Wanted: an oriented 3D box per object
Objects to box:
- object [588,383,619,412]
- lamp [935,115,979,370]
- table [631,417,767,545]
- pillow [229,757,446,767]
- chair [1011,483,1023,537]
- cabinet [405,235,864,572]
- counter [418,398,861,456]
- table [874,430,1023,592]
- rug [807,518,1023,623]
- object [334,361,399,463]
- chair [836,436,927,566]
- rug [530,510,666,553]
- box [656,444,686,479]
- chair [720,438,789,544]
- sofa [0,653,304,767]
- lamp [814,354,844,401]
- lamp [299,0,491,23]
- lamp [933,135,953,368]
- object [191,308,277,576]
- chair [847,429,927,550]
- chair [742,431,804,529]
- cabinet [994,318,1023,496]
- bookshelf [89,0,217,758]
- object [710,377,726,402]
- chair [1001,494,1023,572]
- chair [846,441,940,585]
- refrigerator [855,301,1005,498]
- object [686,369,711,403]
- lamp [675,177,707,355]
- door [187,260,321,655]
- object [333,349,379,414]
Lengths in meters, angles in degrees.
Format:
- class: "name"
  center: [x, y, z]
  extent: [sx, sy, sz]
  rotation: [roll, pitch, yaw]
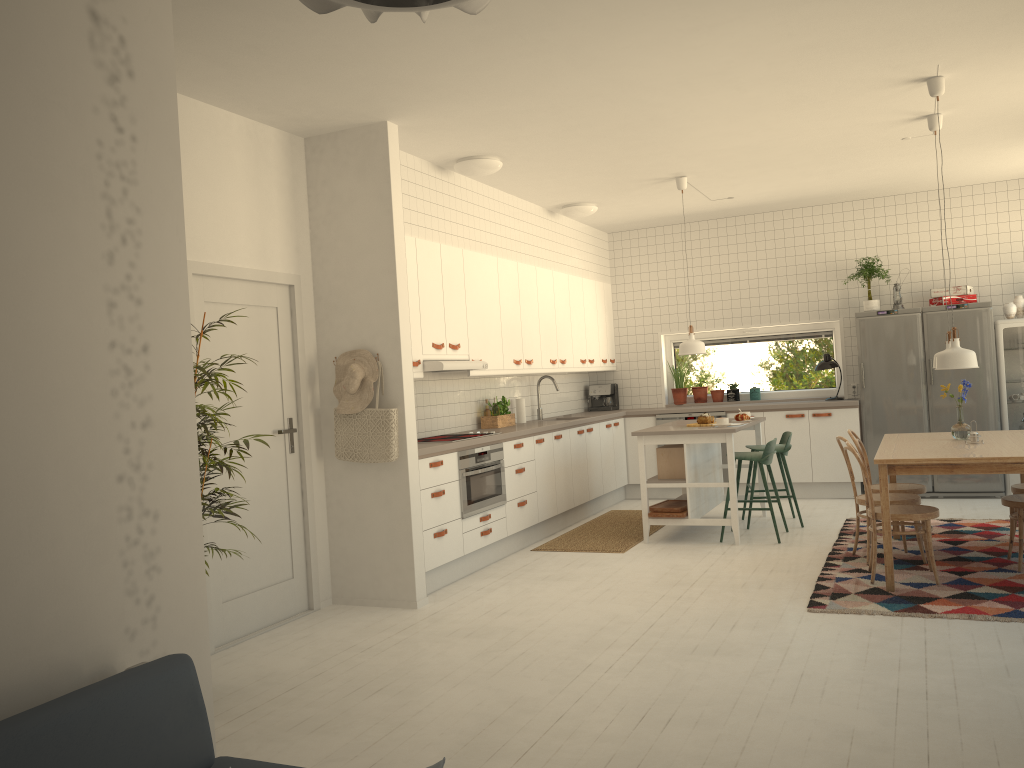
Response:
- class: "object"
  center: [0.981, 0.151, 9.773]
  extent: [0.316, 0.292, 0.279]
  rotation: [-4, 0, 26]
- class: "lamp"
  center: [2.503, -0.883, 5.094]
  extent: [0.230, 1.596, 0.229]
  rotation: [-3, 0, -31]
- class: "table"
  center: [1.600, 0.761, 7.305]
  extent: [0.794, 0.864, 1.424]
  rotation: [-4, 0, 25]
- class: "pillow"
  center: [-0.351, 0.878, 1.671]
  extent: [0.533, 0.353, 0.141]
  rotation: [-4, 0, 24]
- class: "chair"
  center: [3.494, 0.655, 5.736]
  extent: [0.483, 0.811, 0.385]
  rotation: [-4, 0, -3]
- class: "cabinet"
  center: [1.159, -0.029, 7.224]
  extent: [2.852, 2.160, 4.845]
  rotation: [-4, 0, 25]
- class: "counter"
  center: [1.185, 0.368, 7.221]
  extent: [2.856, 0.163, 4.845]
  rotation: [-4, 0, 25]
- class: "table"
  center: [2.784, 0.738, 5.487]
  extent: [0.894, 0.749, 1.798]
  rotation: [-4, 0, 25]
- class: "rug"
  center: [2.954, 1.098, 5.662]
  extent: [1.748, 0.035, 3.025]
  rotation: [-4, 0, 25]
- class: "object"
  center: [-0.882, 0.170, 5.331]
  extent: [0.439, 0.612, 0.093]
  rotation: [-4, 0, 24]
- class: "chair"
  center: [2.367, 0.725, 5.706]
  extent: [0.483, 0.811, 0.385]
  rotation: [-4, 0, 7]
- class: "rug"
  center: [0.895, 1.236, 7.575]
  extent: [0.750, 0.004, 2.000]
  rotation: [-4, 0, 25]
- class: "box"
  center: [1.315, 0.611, 7.035]
  extent: [0.237, 0.242, 0.357]
  rotation: [-4, 0, 25]
- class: "chair"
  center: [1.840, 0.801, 6.804]
  extent: [0.446, 0.752, 0.485]
  rotation: [-4, 0, 24]
- class: "sofa"
  center: [-0.671, 0.955, 1.109]
  extent: [0.964, 0.773, 1.603]
  rotation: [-4, 0, 25]
- class: "lamp"
  center: [3.136, -0.070, 8.796]
  extent: [0.262, 0.465, 0.239]
  rotation: [-3, 0, -37]
- class: "lamp"
  center: [-0.135, -0.981, 0.796]
  extent: [0.536, 1.229, 0.536]
  rotation: [-3, 0, -32]
- class: "lamp"
  center: [2.860, -0.906, 5.875]
  extent: [0.229, 1.596, 0.229]
  rotation: [-3, 0, -20]
- class: "object"
  center: [-1.499, 0.533, 3.388]
  extent: [0.778, 1.711, 2.088]
  rotation: [-4, 0, 6]
- class: "chair"
  center: [2.609, 0.709, 6.156]
  extent: [0.483, 0.811, 0.385]
  rotation: [-4, 0, 27]
- class: "chair"
  center: [2.129, 0.783, 7.351]
  extent: [0.446, 0.752, 0.485]
  rotation: [-4, 0, 10]
- class: "cabinet"
  center: [4.807, 0.197, 7.937]
  extent: [0.789, 1.592, 0.453]
  rotation: [-4, 0, 25]
- class: "bookshelf"
  center: [-1.171, -0.081, 2.242]
  extent: [0.710, 2.900, 0.249]
  rotation: [-4, 0, 25]
- class: "object"
  center: [2.206, 0.061, 9.476]
  extent: [0.194, 0.277, 0.176]
  rotation: [-4, 0, -8]
- class: "chair"
  center: [3.179, 0.675, 5.267]
  extent: [0.483, 0.811, 0.385]
  rotation: [-4, 0, 22]
- class: "chair"
  center: [2.242, 0.733, 5.210]
  extent: [0.483, 0.811, 0.385]
  rotation: [-4, 0, 22]
- class: "refrigerator"
  center: [3.907, 0.176, 8.339]
  extent: [1.145, 1.778, 0.559]
  rotation: [-4, 0, 25]
- class: "object"
  center: [2.029, 0.023, 9.581]
  extent: [0.258, 0.370, 0.234]
  rotation: [-4, 0, 37]
- class: "lamp"
  center: [1.436, -0.986, 7.283]
  extent: [0.229, 1.490, 0.229]
  rotation: [-4, 0, 25]
- class: "door"
  center: [-1.480, 0.369, 4.978]
  extent: [0.166, 2.033, 0.955]
  rotation: [-4, 0, 25]
- class: "object"
  center: [-0.953, -0.014, 5.318]
  extent: [0.335, 0.385, 0.136]
  rotation: [-4, 0, 25]
